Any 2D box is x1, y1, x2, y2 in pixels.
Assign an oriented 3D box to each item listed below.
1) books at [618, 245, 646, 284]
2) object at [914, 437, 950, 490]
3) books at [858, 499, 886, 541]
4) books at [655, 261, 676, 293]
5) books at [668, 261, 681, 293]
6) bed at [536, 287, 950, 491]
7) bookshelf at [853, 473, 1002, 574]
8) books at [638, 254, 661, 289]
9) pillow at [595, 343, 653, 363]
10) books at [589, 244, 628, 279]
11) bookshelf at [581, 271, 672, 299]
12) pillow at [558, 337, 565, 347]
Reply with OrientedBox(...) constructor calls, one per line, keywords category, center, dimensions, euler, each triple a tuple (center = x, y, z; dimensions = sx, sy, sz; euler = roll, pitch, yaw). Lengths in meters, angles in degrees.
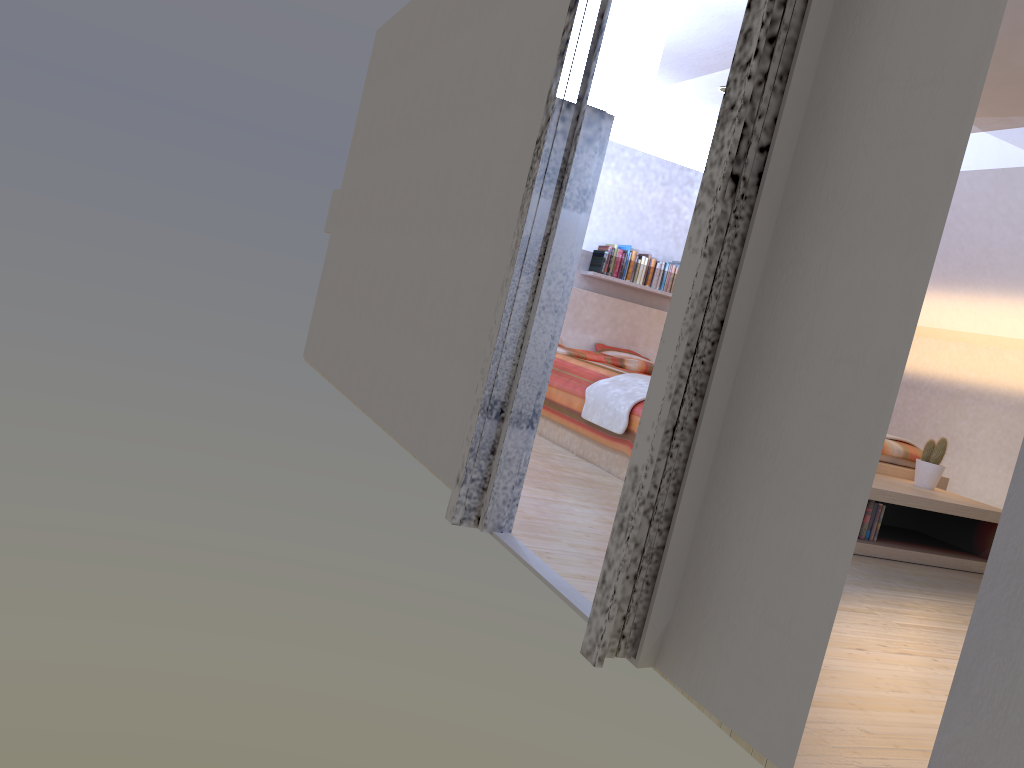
OrientedBox(category="books", center=(0.959, -0.975, 7.247), dimensions=(0.178, 0.281, 0.200), euler=(12, 5, -23))
OrientedBox(category="object", center=(2.147, 0.396, 4.539), dimensions=(0.144, 0.294, 0.144), euler=(14, 4, 2))
OrientedBox(category="books", center=(1.360, 0.550, 3.941), dimensions=(0.652, 0.193, 0.157), euler=(12, 5, -23))
OrientedBox(category="books", center=(1.230, -0.893, 7.371), dimensions=(0.159, 0.231, 0.200), euler=(12, 5, -23))
OrientedBox(category="books", center=(1.373, -0.888, 7.429), dimensions=(0.145, 0.281, 0.200), euler=(12, 5, -23))
OrientedBox(category="bed", center=(1.045, -0.035, 5.902), dimensions=(2.087, 0.994, 3.009), euler=(12, 5, -23))
OrientedBox(category="bookshelf", center=(1.636, 0.592, 4.256), dimensions=(1.495, 0.303, 0.643), euler=(12, 5, -23))
OrientedBox(category="books", center=(1.101, -0.934, 7.307), dimensions=(0.140, 0.260, 0.209), euler=(12, 5, -23))
OrientedBox(category="pillow", center=(0.994, -0.166, 7.144), dimensions=(0.566, 0.188, 0.497), euler=(12, 5, -23))
OrientedBox(category="books", center=(0.785, -1.001, 7.164), dimensions=(0.209, 0.260, 0.215), euler=(12, 5, -23))
OrientedBox(category="bookshelf", center=(1.014, -0.805, 7.295), dimensions=(0.916, 0.028, 0.223), euler=(12, 5, -23))
OrientedBox(category="pillow", center=(0.202, -0.323, 6.849), dimensions=(0.572, 0.180, 0.492), euler=(12, 5, -23))
